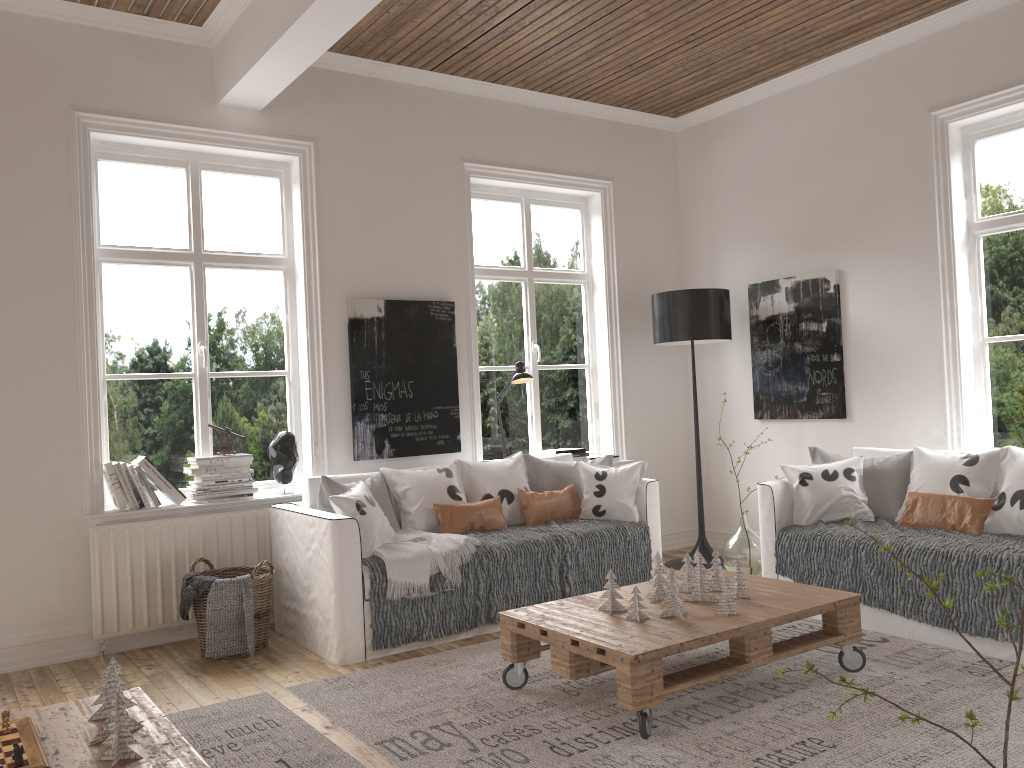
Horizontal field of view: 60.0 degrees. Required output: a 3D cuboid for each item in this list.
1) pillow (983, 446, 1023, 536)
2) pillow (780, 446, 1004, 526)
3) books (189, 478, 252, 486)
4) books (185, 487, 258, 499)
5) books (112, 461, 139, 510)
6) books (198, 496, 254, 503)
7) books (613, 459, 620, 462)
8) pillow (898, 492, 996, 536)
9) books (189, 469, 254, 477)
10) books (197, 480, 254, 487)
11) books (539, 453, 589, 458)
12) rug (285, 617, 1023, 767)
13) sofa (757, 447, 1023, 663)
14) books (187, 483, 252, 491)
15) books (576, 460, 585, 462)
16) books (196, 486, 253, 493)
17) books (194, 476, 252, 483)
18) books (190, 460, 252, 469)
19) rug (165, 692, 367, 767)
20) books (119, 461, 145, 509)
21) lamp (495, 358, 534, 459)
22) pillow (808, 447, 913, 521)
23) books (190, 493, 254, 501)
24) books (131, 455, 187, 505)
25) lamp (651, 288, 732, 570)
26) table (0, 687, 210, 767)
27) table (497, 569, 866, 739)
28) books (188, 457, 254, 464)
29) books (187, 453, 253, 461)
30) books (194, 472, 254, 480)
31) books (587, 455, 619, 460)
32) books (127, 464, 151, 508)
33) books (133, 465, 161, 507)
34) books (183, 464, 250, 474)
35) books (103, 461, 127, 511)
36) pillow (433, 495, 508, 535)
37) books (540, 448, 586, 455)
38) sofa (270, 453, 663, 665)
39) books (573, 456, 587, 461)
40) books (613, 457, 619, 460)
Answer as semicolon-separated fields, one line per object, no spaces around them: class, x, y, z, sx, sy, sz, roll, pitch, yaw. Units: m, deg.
pillow;2.340;0.482;3.547;0.403;0.450;1.081;-2;-1;-10
pillow;1.838;0.526;4.336;1.020;0.414;0.417;-3;-1;38
books;-1.518;0.505;4.618;0.285;0.012;0.159;-2;-1;-34
books;-1.513;0.564;4.619;0.331;0.025;0.176;-2;-1;-34
books;-1.909;0.496;4.351;0.112;0.235;0.172;-2;-1;-34
books;-1.498;0.596;4.621;0.254;0.012;0.161;-2;-1;-34
books;0.573;0.523;6.008;0.253;0.014;0.187;-2;-1;-34
pillow;1.968;0.593;4.039;0.127;0.179;0.420;-2;-1;-32
books;-1.522;0.462;4.637;0.288;0.016;0.182;-2;-1;-34
books;-1.495;0.516;4.623;0.256;0.013;0.161;-2;-1;-34
books;0.341;0.472;5.861;0.258;0.023;0.212;-2;-1;-34
rug;0.739;1.144;3.333;2.474;0.003;2.254;-2;-1;-34
sofa;2.141;0.703;3.962;0.866;0.776;1.960;-2;-1;-34
books;-1.527;0.533;4.629;0.288;0.016;0.182;-2;-1;-34
books;0.345;0.522;5.858;0.258;0.032;0.191;-2;-1;-32
books;-1.504;0.546;4.626;0.254;0.013;0.161;-2;-1;-34
books;-1.506;0.492;4.619;0.254;0.012;0.161;-2;-1;-34
books;-1.517;0.416;4.622;0.273;0.021;0.174;-2;-1;-34
rug;-1.369;1.217;1.902;2.474;0.003;2.254;-2;-1;-34
books;-1.883;0.497;4.371;0.104;0.232;0.152;-2;-1;-34
lamp;0.009;0.197;5.519;0.196;0.703;0.439;-2;-1;-34
pillow;1.800;0.531;4.541;0.541;0.431;0.282;-3;-1;30
books;-1.509;0.583;4.609;0.285;0.012;0.159;-2;-1;-34
books;-1.773;0.482;4.450;0.226;0.255;0.176;-2;-1;-34
lamp;1.196;0.287;5.744;0.499;1.754;0.499;-2;-1;-37
table;-1.396;1.071;2.034;1.189;0.300;0.821;-2;-1;-34
table;0.656;1.000;3.440;1.189;0.300;0.821;-2;-1;-34
books;-1.519;0.397;4.621;0.288;0.016;0.182;-2;-1;-34
books;-1.518;0.381;4.609;0.288;0.016;0.182;-2;-1;-34
books;-1.506;0.478;4.630;0.263;0.017;0.167;-2;-1;-34
books;0.566;0.497;6.014;0.251;0.012;0.202;-2;-1;-33
books;-1.861;0.504;4.391;0.101;0.218;0.161;-2;-1;-34
books;-1.826;0.505;4.408;0.118;0.213;0.161;-2;-1;-34
books;-1.542;0.441;4.624;0.296;0.028;0.180;-2;-1;-34
books;-1.951;0.496;4.336;0.093;0.239;0.172;-2;-1;-34
pillow;-0.209;0.714;4.650;0.414;0.220;0.116;-2;-1;-33
books;0.334;0.447;5.853;0.239;0.028;0.190;-2;-1;-32
sofa;-0.196;0.823;4.739;1.960;0.776;0.866;-2;-1;-34
books;0.340;0.495;5.849;0.242;0.023;0.191;-2;-1;-36
books;0.569;0.510;6.007;0.248;0.014;0.187;-2;-1;-36
